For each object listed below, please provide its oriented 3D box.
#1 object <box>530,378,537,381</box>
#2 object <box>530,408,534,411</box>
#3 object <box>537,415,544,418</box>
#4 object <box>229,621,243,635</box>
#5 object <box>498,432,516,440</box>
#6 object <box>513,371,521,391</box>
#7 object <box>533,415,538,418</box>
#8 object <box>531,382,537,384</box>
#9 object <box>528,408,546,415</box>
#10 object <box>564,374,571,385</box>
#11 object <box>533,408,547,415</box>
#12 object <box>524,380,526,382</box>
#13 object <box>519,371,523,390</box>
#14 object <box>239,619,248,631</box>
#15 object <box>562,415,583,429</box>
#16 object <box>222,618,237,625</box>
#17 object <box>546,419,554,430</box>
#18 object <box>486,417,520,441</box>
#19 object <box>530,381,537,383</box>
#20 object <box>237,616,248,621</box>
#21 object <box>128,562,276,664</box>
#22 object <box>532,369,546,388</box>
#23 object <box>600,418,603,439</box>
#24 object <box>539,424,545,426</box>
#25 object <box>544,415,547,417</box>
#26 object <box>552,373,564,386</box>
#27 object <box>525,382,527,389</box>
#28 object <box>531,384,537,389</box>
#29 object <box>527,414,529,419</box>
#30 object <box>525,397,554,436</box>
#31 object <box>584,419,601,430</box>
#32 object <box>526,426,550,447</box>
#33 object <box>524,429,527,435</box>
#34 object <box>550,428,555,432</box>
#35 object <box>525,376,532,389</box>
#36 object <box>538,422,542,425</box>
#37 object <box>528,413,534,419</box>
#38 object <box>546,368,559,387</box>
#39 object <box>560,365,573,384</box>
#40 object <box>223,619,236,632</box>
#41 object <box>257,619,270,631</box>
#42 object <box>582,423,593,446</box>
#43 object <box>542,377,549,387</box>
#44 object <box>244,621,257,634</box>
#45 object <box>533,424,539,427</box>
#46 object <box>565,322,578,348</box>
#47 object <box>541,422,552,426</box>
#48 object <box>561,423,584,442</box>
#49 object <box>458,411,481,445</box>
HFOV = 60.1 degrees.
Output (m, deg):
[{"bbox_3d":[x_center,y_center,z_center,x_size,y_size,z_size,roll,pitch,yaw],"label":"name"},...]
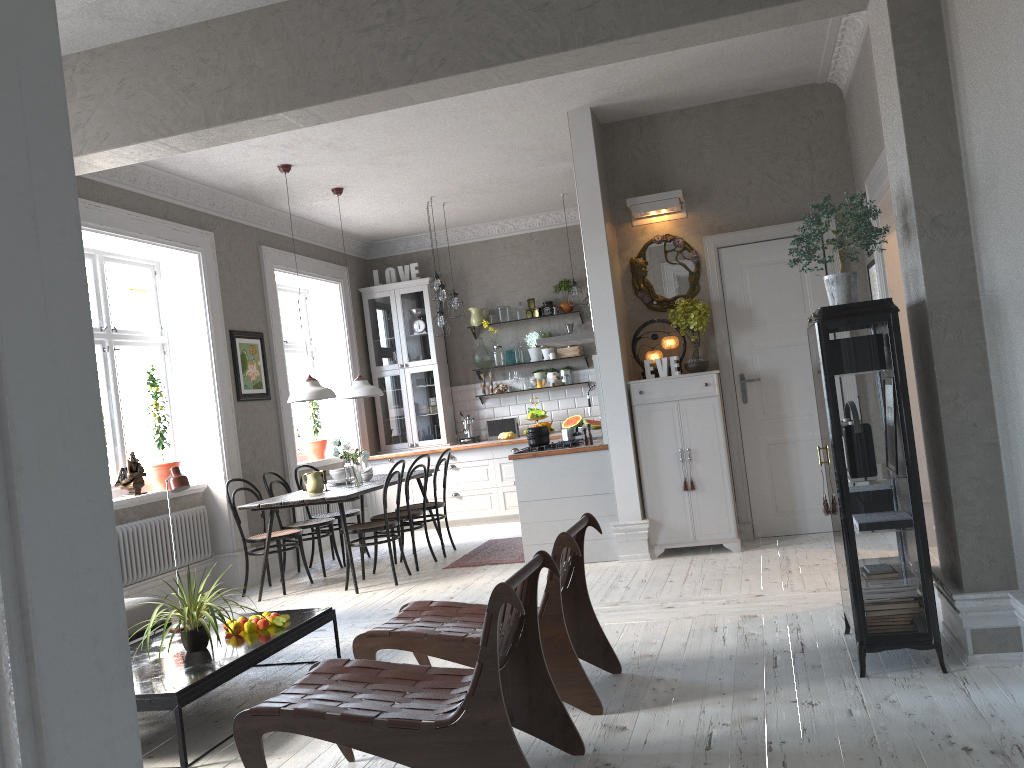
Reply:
[{"bbox_3d":[0.242,-0.035,9.880,0.077,0.051,0.077,-7,-1,0],"label":"object"},{"bbox_3d":[0.208,0.287,9.763,0.073,0.058,0.050,-7,-1,-9],"label":"object"},{"bbox_3d":[0.315,0.362,9.740,0.076,0.062,0.099,-7,-1,-12],"label":"object"},{"bbox_3d":[-1.334,1.178,4.272,0.069,0.066,0.071,-8,-1,29],"label":"object"},{"bbox_3d":[-0.055,0.565,9.678,0.195,0.083,0.191,-7,-1,15],"label":"object"},{"bbox_3d":[0.062,-0.034,9.933,0.082,0.217,0.082,-7,-1,0],"label":"object"},{"bbox_3d":[0.253,0.368,9.719,0.063,0.061,0.067,-7,-1,14],"label":"object"},{"bbox_3d":[0.247,0.008,9.880,0.077,0.051,0.077,-7,-1,7],"label":"object"},{"bbox_3d":[0.273,0.300,9.743,0.208,0.101,0.068,-7,-1,20],"label":"object"},{"bbox_3d":[0.612,-0.051,9.823,0.077,0.108,0.078,-7,-1,8],"label":"object"},{"bbox_3d":[0.319,0.306,9.803,0.177,0.096,0.090,-8,-1,34],"label":"object"},{"bbox_3d":[0.180,-0.013,10.018,0.076,0.083,0.079,-8,-1,32],"label":"object"},{"bbox_3d":[0.084,-0.035,10.021,0.082,0.217,0.082,-7,-1,0],"label":"object"},{"bbox_3d":[-1.319,1.183,4.341,0.058,0.056,0.060,-7,-1,1],"label":"object"},{"bbox_3d":[0.648,0.431,9.507,0.231,0.174,0.222,-8,-1,36],"label":"object"},{"bbox_3d":[-1.408,1.196,4.418,0.069,0.055,0.059,-7,-1,-19],"label":"object"},{"bbox_3d":[0.409,0.446,9.756,0.060,0.120,0.128,-8,-1,38],"label":"object"},{"bbox_3d":[-0.103,0.504,9.899,0.348,0.226,0.089,-7,-1,13],"label":"object"},{"bbox_3d":[0.245,-0.009,9.880,0.076,0.051,0.079,-8,-1,33],"label":"object"},{"bbox_3d":[-1.339,1.186,4.403,0.057,0.058,0.058,-7,-1,-3],"label":"object"},{"bbox_3d":[-1.439,1.017,4.073,0.718,0.420,0.675,-8,-1,32],"label":"object"},{"bbox_3d":[0.307,-0.064,9.995,0.157,0.217,0.155,-7,-1,-6],"label":"object"},{"bbox_3d":[0.764,0.309,7.173,0.088,0.282,0.082,-7,-1,15],"label":"object"},{"bbox_3d":[0.325,0.477,9.709,0.087,0.078,0.089,-8,-2,41],"label":"object"},{"bbox_3d":[0.362,0.354,9.760,0.051,0.050,0.050,-8,-1,24],"label":"object"},{"bbox_3d":[0.511,-0.054,9.865,0.120,0.147,0.099,-7,-1,-18],"label":"object"},{"bbox_3d":[0.184,0.020,10.017,0.076,0.083,0.079,-8,-1,32],"label":"object"},{"bbox_3d":[0.249,0.025,9.879,0.077,0.051,0.077,-7,-1,7],"label":"object"},{"bbox_3d":[0.214,0.367,9.790,0.096,0.078,0.101,-7,-1,1],"label":"object"},{"bbox_3d":[0.273,0.357,9.771,0.352,0.425,0.351,-7,-1,-1],"label":"object"},{"bbox_3d":[0.885,0.423,9.399,0.225,0.127,0.148,-7,-1,-3],"label":"object"},{"bbox_3d":[0.204,0.405,6.841,0.191,0.147,0.192,-7,-1,-6],"label":"object"},{"bbox_3d":[0.191,0.531,9.813,0.075,0.072,0.155,-8,-2,44],"label":"object"},{"bbox_3d":[0.391,0.508,9.812,0.055,0.044,0.212,-6,-2,-37],"label":"object"},{"bbox_3d":[0.190,-0.011,9.938,0.079,0.139,0.078,-7,-1,-13],"label":"object"},{"bbox_3d":[0.323,0.470,9.828,0.085,0.093,0.087,-7,-1,10],"label":"object"},{"bbox_3d":[0.206,0.351,9.714,0.058,0.069,0.080,-8,-1,34],"label":"object"},{"bbox_3d":[0.459,-0.079,9.968,0.170,0.214,0.150,-8,-2,44],"label":"object"},{"bbox_3d":[0.619,-0.098,9.939,0.157,0.213,0.154,-7,-1,12],"label":"object"},{"bbox_3d":[-1.385,1.186,4.347,0.066,0.066,0.071,-7,-1,19],"label":"object"},{"bbox_3d":[-1.203,1.167,4.288,0.056,0.058,0.057,-8,-1,39],"label":"object"},{"bbox_3d":[0.568,0.377,6.669,0.072,0.166,0.036,-7,-1,14],"label":"object"},{"bbox_3d":[0.371,-0.019,9.907,0.077,0.108,0.078,-7,-1,8],"label":"object"},{"bbox_3d":[-1.264,1.171,4.279,0.063,0.063,0.060,-6,-2,-44],"label":"object"},{"bbox_3d":[0.268,0.494,9.645,0.114,0.110,0.110,-7,-1,-18],"label":"object"},{"bbox_3d":[0.653,-0.552,9.875,0.131,0.287,0.130,-7,-1,-1],"label":"object"},{"bbox_3d":[0.385,0.443,9.770,0.126,0.056,0.060,-7,-1,6],"label":"object"},{"bbox_3d":[0.523,0.376,7.002,0.178,0.134,0.297,-6,-2,-41],"label":"object"},{"bbox_3d":[-0.507,0.482,9.904,0.204,0.370,0.357,-7,-1,15],"label":"object"}]
